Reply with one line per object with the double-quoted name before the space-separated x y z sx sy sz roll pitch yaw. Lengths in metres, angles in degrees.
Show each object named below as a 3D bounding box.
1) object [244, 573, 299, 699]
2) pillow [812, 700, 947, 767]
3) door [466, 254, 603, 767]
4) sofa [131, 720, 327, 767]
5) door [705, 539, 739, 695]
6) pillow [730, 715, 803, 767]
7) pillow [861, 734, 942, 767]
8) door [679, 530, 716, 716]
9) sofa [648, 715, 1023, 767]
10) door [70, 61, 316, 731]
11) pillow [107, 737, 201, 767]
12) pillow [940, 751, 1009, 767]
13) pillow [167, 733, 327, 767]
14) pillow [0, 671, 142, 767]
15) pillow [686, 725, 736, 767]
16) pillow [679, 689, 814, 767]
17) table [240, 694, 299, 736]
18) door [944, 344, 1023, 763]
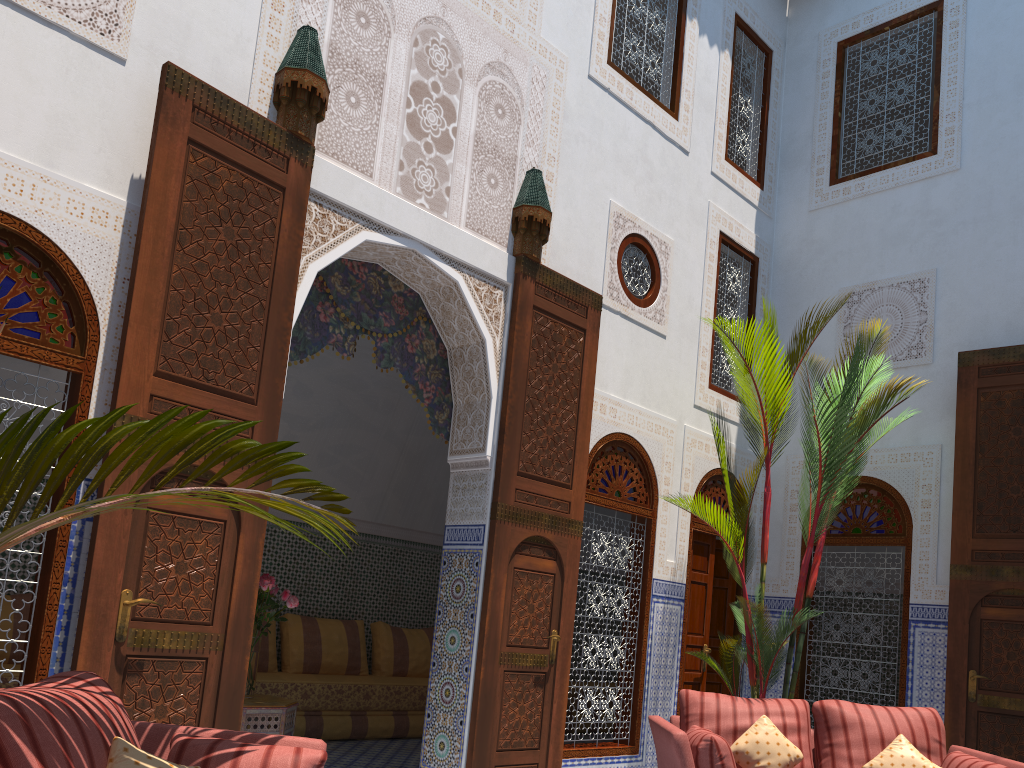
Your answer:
"object" -1.258 1.167 4.108 0.451 0.585 0.340 9 -9 -18
"pillow" 1.541 1.544 3.677 0.560 0.394 0.312 6 -10 -3
"door" 0.110 0.709 4.007 0.124 2.468 0.593 -1 -10 45
"sofa" -0.842 0.946 1.528 0.731 0.529 1.400 5 -14 1
"door" 1.189 1.663 5.283 0.287 1.435 0.024 7 -7 -14
"pillow" 1.009 1.463 3.491 0.300 0.272 0.134 3 -9 11
"pillow" 1.544 1.519 3.458 0.281 0.253 0.150 -6 -14 44
"door" 1.034 1.578 5.027 0.124 1.435 0.290 -1 -10 45
"sofa" 1.234 1.688 3.507 1.360 0.530 0.752 5 -12 1
"door" -1.031 0.281 2.846 0.123 2.468 0.594 0 -9 40
"pillow" -0.768 0.871 1.847 0.271 0.231 0.147 16 -14 -42
"pillow" 1.746 1.540 3.335 0.187 0.237 0.407 5 -13 2
"pillow" -0.644 0.955 2.040 0.395 0.238 0.192 5 -10 2
"pillow" -0.981 0.808 1.844 0.320 0.366 0.576 5 -13 2
"pillow" 0.751 1.449 3.339 0.187 0.247 0.390 5 -13 3
"pillow" 0.985 1.499 3.683 0.581 0.372 0.309 5 -10 1
"table" -1.307 1.631 4.096 0.541 0.317 0.549 -8 -19 44
"door" 2.480 1.025 4.325 0.583 2.468 0.126 -1 -9 41
